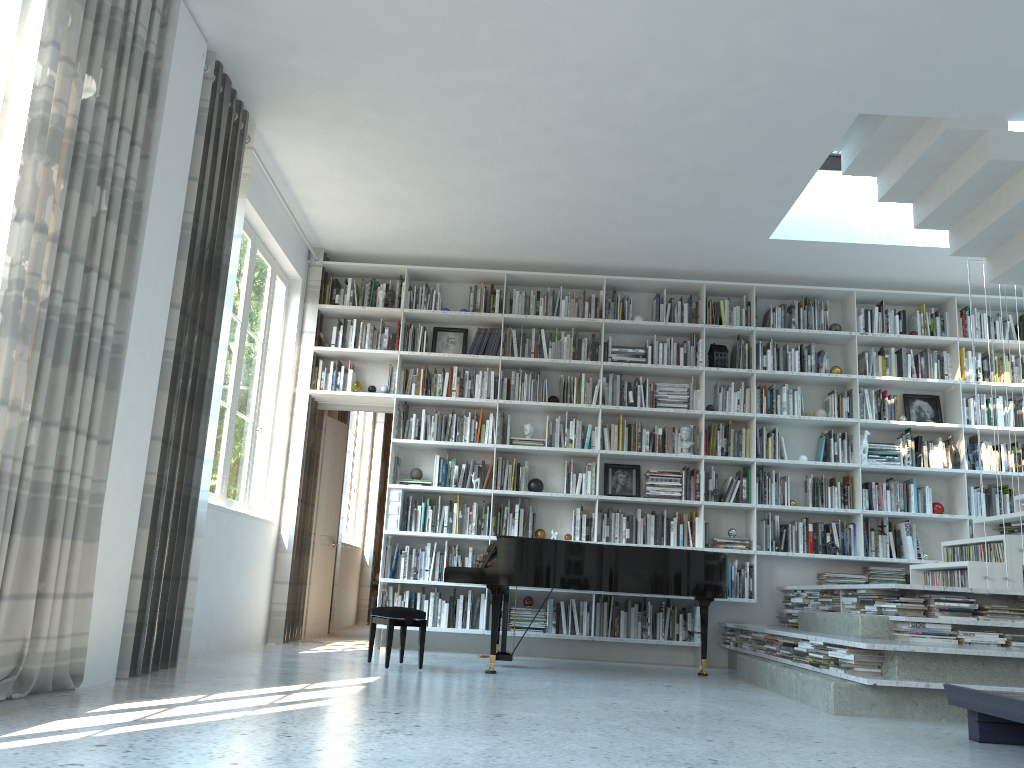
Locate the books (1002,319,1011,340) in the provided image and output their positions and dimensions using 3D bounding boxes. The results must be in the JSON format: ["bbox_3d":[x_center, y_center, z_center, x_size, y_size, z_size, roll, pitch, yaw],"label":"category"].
[{"bbox_3d":[4.216,-0.421,7.579,0.010,0.235,0.132,3,-13,1],"label":"books"}]

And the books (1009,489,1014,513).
[{"bbox_3d":[4.054,0.993,7.257,0.012,0.253,0.161,3,-13,1],"label":"books"}]

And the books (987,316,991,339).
[{"bbox_3d":[4.041,-0.439,7.576,0.027,0.249,0.155,3,-13,1],"label":"books"}]

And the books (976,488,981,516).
[{"bbox_3d":[3.782,0.982,7.249,0.022,0.241,0.151,3,-13,1],"label":"books"}]

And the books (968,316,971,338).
[{"bbox_3d":[3.854,-0.444,7.554,0.022,0.228,0.175,3,-13,1],"label":"books"}]

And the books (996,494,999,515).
[{"bbox_3d":[3.925,1.012,7.251,0.027,0.200,0.164,3,-13,1],"label":"books"}]

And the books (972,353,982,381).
[{"bbox_3d":[3.878,-0.115,7.420,0.023,0.263,0.158,3,-13,1],"label":"books"}]

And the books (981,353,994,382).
[{"bbox_3d":[3.964,-0.108,7.406,0.023,0.253,0.190,3,-13,1],"label":"books"}]

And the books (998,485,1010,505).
[{"bbox_3d":[4.021,0.974,7.250,0.011,0.284,0.161,3,-13,1],"label":"books"}]

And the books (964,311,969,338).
[{"bbox_3d":[3.838,-0.465,7.555,0.012,0.268,0.185,3,-13,1],"label":"books"}]

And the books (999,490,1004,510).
[{"bbox_3d":[3.980,0.997,7.265,0.027,0.241,0.132,3,-13,1],"label":"books"}]

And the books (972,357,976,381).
[{"bbox_3d":[3.817,-0.101,7.408,0.049,0.223,0.162,3,-13,1],"label":"books"}]

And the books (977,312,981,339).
[{"bbox_3d":[3.953,-0.457,7.576,0.027,0.275,0.148,3,-13,1],"label":"books"}]

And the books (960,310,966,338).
[{"bbox_3d":[3.826,-0.471,7.570,0.013,0.285,0.151,3,-13,1],"label":"books"}]

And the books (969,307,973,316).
[{"bbox_3d":[3.909,-0.483,7.587,0.012,0.325,0.151,3,-13,1],"label":"books"}]

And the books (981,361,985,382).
[{"bbox_3d":[3.907,-0.072,7.452,0.038,0.198,0.171,3,-13,1],"label":"books"}]

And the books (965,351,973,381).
[{"bbox_3d":[3.781,-0.124,7.401,0.026,0.262,0.189,3,-13,1],"label":"books"}]

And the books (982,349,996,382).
[{"bbox_3d":[3.987,-0.127,7.415,0.022,0.296,0.152,3,-13,1],"label":"books"}]

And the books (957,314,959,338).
[{"bbox_3d":[3.758,-0.490,7.565,0.011,0.312,0.173,3,-13,1],"label":"books"}]

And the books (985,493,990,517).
[{"bbox_3d":[3.857,1.004,7.251,0.025,0.207,0.149,3,-13,1],"label":"books"}]

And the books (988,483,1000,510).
[{"bbox_3d":[3.948,0.966,7.261,0.013,0.296,0.141,3,-13,1],"label":"books"}]

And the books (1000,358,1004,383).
[{"bbox_3d":[4.050,-0.087,7.406,0.013,0.222,0.175,3,-13,1],"label":"books"}]

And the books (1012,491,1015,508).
[{"bbox_3d":[4.066,1.000,7.252,0.013,0.239,0.166,3,-13,1],"label":"books"}]

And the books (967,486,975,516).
[{"bbox_3d":[3.723,0.972,7.243,0.024,0.251,0.176,3,-13,1],"label":"books"}]

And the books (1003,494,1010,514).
[{"bbox_3d":[4.003,1.009,7.233,0.021,0.205,0.175,3,-13,1],"label":"books"}]

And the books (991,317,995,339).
[{"bbox_3d":[4.067,-0.433,7.566,0.025,0.236,0.144,3,-13,1],"label":"books"}]

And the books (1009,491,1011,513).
[{"bbox_3d":[4.032,0.999,7.252,0.014,0.237,0.146,3,-13,1],"label":"books"}]

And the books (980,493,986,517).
[{"bbox_3d":[3.806,1.002,7.240,0.029,0.201,0.173,3,-13,1],"label":"books"}]

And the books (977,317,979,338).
[{"bbox_3d":[3.932,-0.451,7.573,0.014,0.259,0.168,3,-13,1],"label":"books"}]

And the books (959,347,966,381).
[{"bbox_3d":[3.740,-0.140,7.413,0.010,0.293,0.183,3,-13,1],"label":"books"}]

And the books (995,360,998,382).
[{"bbox_3d":[4.003,-0.081,7.409,0.014,0.205,0.184,3,-13,1],"label":"books"}]

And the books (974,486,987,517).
[{"bbox_3d":[3.835,0.976,7.265,0.024,0.266,0.133,3,-13,1],"label":"books"}]

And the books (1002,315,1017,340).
[{"bbox_3d":[4.251,-0.440,7.579,0.069,0.276,0.132,3,-13,1],"label":"books"}]

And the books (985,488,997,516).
[{"bbox_3d":[3.885,0.980,7.230,0.027,0.248,0.184,3,-13,1],"label":"books"}]

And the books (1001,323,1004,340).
[{"bbox_3d":[4.148,-0.440,7.573,0.015,0.262,0.143,3,-13,1],"label":"books"}]

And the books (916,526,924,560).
[{"bbox_3d":[3.271,1.297,7.185,0.062,0.273,0.148,3,-13,1],"label":"books"}]

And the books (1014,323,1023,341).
[{"bbox_3d":[4.294,-0.403,7.544,0.024,0.192,0.187,3,-13,1],"label":"books"}]

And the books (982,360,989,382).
[{"bbox_3d":[3.939,-0.085,7.420,0.025,0.211,0.135,3,-13,1],"label":"books"}]

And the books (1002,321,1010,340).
[{"bbox_3d":[4.182,-0.414,7.564,0.057,0.211,0.163,3,-13,1],"label":"books"}]

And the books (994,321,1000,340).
[{"bbox_3d":[4.105,-0.416,7.566,0.026,0.207,0.163,3,-13,1],"label":"books"}]

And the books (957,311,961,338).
[{"bbox_3d":[3.783,-0.467,7.573,0.022,0.274,0.160,3,-13,1],"label":"books"}]

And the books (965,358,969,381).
[{"bbox_3d":[3.755,-0.096,7.404,0.024,0.205,0.166,3,-13,1],"label":"books"}]

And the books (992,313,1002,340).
[{"bbox_3d":[4.135,-0.450,7.580,0.012,0.284,0.160,3,-13,1],"label":"books"}]

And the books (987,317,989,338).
[{"bbox_3d":[4.021,-0.436,7.565,0.011,0.236,0.148,3,-13,1],"label":"books"}]

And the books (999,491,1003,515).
[{"bbox_3d":[3.959,0.998,7.248,0.014,0.230,0.172,3,-13,1],"label":"books"}]

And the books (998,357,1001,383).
[{"bbox_3d":[4.038,-0.093,7.418,0.012,0.237,0.166,3,-13,1],"label":"books"}]

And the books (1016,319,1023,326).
[{"bbox_3d":[4.342,-0.423,7.566,0.068,0.246,0.161,3,-13,1],"label":"books"}]

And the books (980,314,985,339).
[{"bbox_3d":[3.977,-0.449,7.569,0.022,0.258,0.163,3,-13,1],"label":"books"}]

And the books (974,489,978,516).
[{"bbox_3d":[3.752,0.983,7.248,0.037,0.235,0.153,3,-13,1],"label":"books"}]

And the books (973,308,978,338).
[{"bbox_3d":[3.920,-0.476,7.570,0.012,0.305,0.185,3,-13,1],"label":"books"}]

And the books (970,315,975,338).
[{"bbox_3d":[3.890,-0.447,7.563,0.023,0.243,0.183,3,-13,1],"label":"books"}]

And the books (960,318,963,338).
[{"bbox_3d":[3.805,-0.438,7.578,0.025,0.222,0.137,3,-13,1],"label":"books"}]

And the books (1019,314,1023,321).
[{"bbox_3d":[4.396,-0.452,7.575,0.014,0.312,0.162,3,-13,1],"label":"books"}]

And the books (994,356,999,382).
[{"bbox_3d":[4.021,-0.096,7.418,0.022,0.242,0.145,3,-13,1],"label":"books"}]

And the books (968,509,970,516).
[{"bbox_3d":[3.669,0.961,7.261,0.085,0.277,0.160,3,-13,1],"label":"books"}]

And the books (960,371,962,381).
[{"bbox_3d":[3.717,-0.135,7.437,0.036,0.293,0.135,3,-13,1],"label":"books"}]

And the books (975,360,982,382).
[{"bbox_3d":[3.853,-0.086,7.398,0.024,0.193,0.190,3,-13,1],"label":"books"}]

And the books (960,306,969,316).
[{"bbox_3d":[3.874,-0.488,7.586,0.014,0.330,0.143,3,-13,1],"label":"books"}]

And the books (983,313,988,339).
[{"bbox_3d":[4.002,-0.450,7.570,0.029,0.263,0.179,3,-13,1],"label":"books"}]
